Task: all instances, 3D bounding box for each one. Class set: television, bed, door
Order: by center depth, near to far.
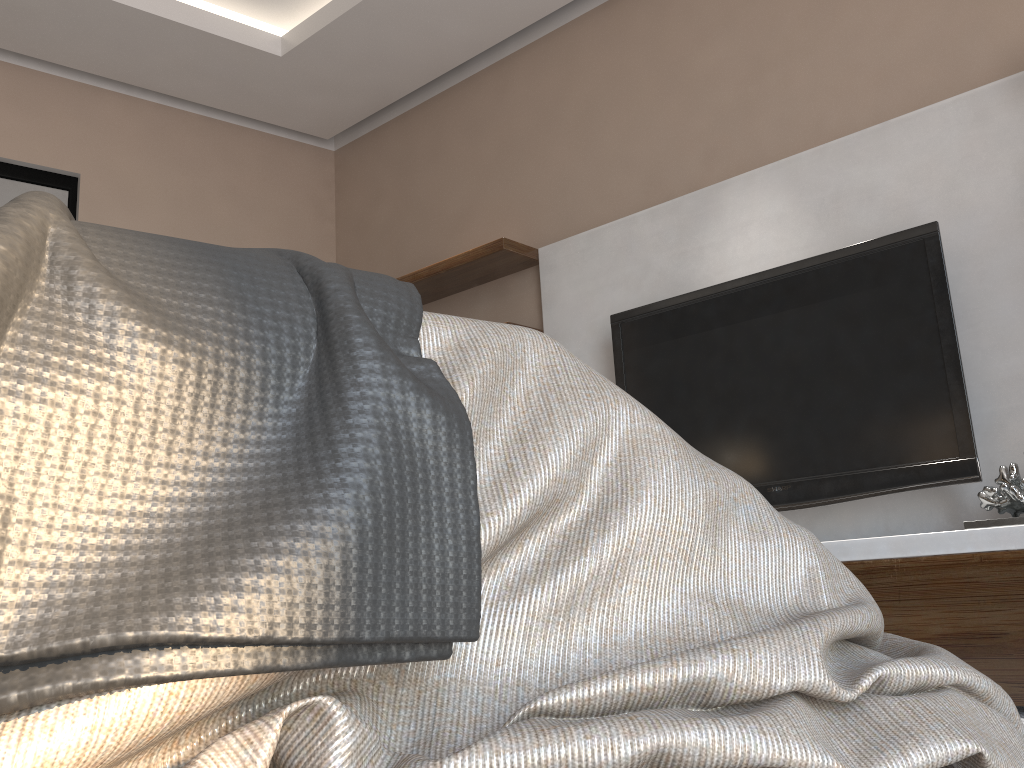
[{"bbox_3d":[-1.167,0.302,0.682,2.419,0.624,2.167,6,-16,-40],"label":"bed"},{"bbox_3d":[0.797,0.023,2.631,1.044,0.715,0.152,-14,-16,38],"label":"television"},{"bbox_3d":[-2.145,0.142,3.078,1.054,2.094,0.146,7,-16,-39],"label":"door"}]

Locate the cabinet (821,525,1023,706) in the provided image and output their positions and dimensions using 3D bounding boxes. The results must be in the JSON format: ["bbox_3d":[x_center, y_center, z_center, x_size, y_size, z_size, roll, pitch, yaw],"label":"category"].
[{"bbox_3d":[0.686,0.650,2.470,4.328,0.370,0.475,-14,-16,38],"label":"cabinet"}]

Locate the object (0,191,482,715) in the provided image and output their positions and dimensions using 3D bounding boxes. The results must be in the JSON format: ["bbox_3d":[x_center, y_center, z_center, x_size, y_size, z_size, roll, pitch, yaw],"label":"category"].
[{"bbox_3d":[-0.813,0.165,1.030,0.653,0.322,1.940,6,-16,-40],"label":"object"}]

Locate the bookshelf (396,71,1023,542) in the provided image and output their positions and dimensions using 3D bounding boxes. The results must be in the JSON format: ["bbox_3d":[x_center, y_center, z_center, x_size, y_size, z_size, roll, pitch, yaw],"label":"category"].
[{"bbox_3d":[0.733,-0.109,2.710,4.290,1.204,0.243,-14,-16,38],"label":"bookshelf"}]

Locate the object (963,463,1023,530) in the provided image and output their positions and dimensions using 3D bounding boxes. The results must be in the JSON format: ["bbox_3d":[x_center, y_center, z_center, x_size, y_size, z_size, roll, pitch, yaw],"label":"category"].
[{"bbox_3d":[1.233,0.233,2.044,0.308,0.177,0.338,-12,-15,34],"label":"object"}]
